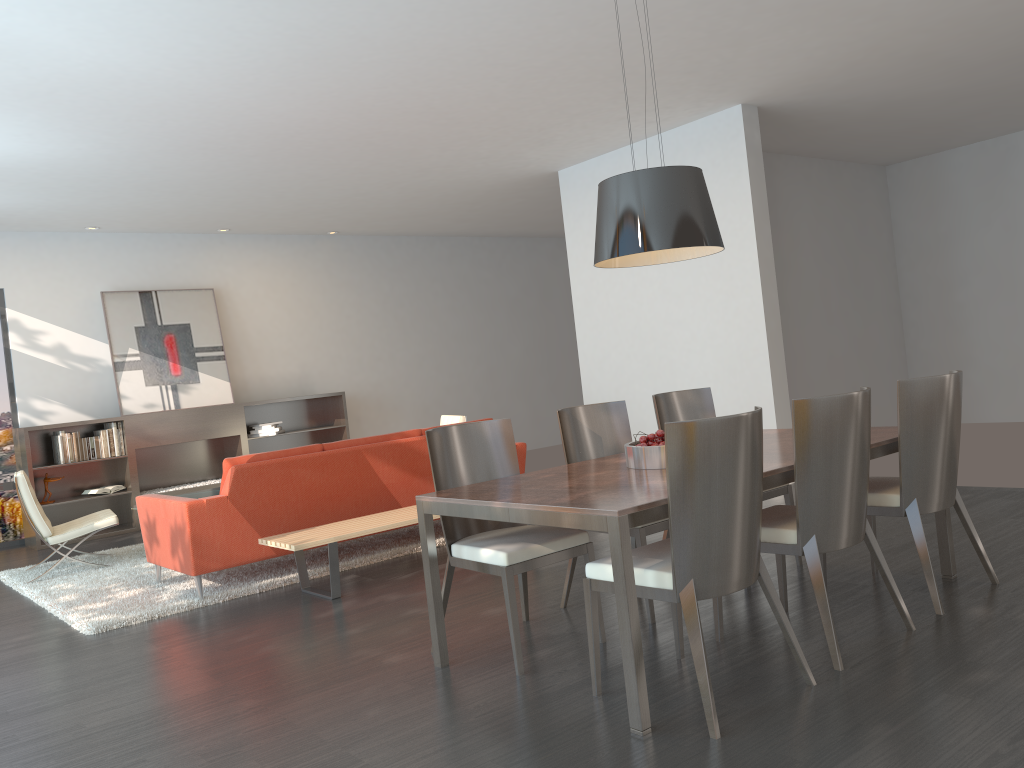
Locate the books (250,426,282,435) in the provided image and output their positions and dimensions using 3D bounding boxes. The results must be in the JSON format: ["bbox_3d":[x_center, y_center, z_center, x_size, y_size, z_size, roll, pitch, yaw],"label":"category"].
[{"bbox_3d":[-2.778,0.524,10.029,0.314,0.038,0.398,-6,1,-9],"label":"books"}]

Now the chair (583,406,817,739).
[{"bbox_3d":[0.611,0.590,3.073,0.548,0.967,0.614,-7,1,-39],"label":"chair"}]

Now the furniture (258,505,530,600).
[{"bbox_3d":[-0.562,0.989,5.714,2.006,0.357,0.492,-7,1,-39],"label":"furniture"}]

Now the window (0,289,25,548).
[{"bbox_3d":[-5.591,0.008,8.526,1.410,3.340,0.065,-7,0,-39],"label":"window"}]

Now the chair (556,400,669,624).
[{"bbox_3d":[0.561,0.578,4.317,0.548,0.967,0.614,-7,1,-39],"label":"chair"}]

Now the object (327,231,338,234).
[{"bbox_3d":[-2.236,-1.883,11.041,0.129,0.010,0.129,-6,1,6],"label":"object"}]

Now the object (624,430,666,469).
[{"bbox_3d":[0.703,0.261,3.851,0.427,0.154,0.427,-6,1,5],"label":"object"}]

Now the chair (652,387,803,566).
[{"bbox_3d":[1.101,0.511,4.755,0.548,0.967,0.614,-7,1,-39],"label":"chair"}]

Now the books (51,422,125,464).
[{"bbox_3d":[-4.222,0.582,8.844,0.592,0.339,0.324,-7,1,-39],"label":"books"}]

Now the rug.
[{"bbox_3d":[-1.781,1.277,7.207,3.774,0.043,2.982,-7,1,-39],"label":"rug"}]

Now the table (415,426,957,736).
[{"bbox_3d":[0.837,0.708,3.902,2.152,0.764,1.171,-7,1,-39],"label":"table"}]

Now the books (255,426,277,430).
[{"bbox_3d":[-2.781,0.496,10.029,0.210,0.020,0.300,-6,1,-9],"label":"books"}]

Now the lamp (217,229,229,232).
[{"bbox_3d":[-3.290,-1.752,10.105,0.129,0.010,0.129,-6,1,6],"label":"lamp"}]

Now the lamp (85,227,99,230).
[{"bbox_3d":[-4.370,-1.619,9.227,0.129,0.010,0.129,-6,1,6],"label":"lamp"}]

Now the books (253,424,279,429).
[{"bbox_3d":[-2.783,0.476,10.029,0.210,0.020,0.300,-6,1,1],"label":"books"}]

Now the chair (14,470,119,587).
[{"bbox_3d":[-3.474,1.051,6.894,0.707,0.817,0.699,-7,1,-29],"label":"chair"}]

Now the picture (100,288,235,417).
[{"bbox_3d":[-3.724,-0.374,9.638,1.209,1.338,0.269,-7,1,-39],"label":"picture"}]

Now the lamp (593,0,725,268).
[{"bbox_3d":[0.550,-1.334,3.857,0.567,1.580,0.567,-6,0,-10],"label":"lamp"}]

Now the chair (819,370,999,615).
[{"bbox_3d":[1.743,0.451,3.992,0.548,0.967,0.614,-7,1,-39],"label":"chair"}]

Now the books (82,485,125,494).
[{"bbox_3d":[-4.106,1.074,8.921,0.234,0.064,0.336,-6,1,31],"label":"books"}]

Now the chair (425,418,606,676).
[{"bbox_3d":[-0.030,0.651,3.836,0.548,0.967,0.614,-7,1,-39],"label":"chair"}]

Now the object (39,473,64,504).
[{"bbox_3d":[-4.505,1.010,8.649,0.245,0.290,0.201,-7,1,-19],"label":"object"}]

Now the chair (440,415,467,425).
[{"bbox_3d":[-0.768,0.730,8.289,0.707,0.817,0.700,-7,1,-19],"label":"chair"}]

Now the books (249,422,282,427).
[{"bbox_3d":[-2.785,0.456,10.028,0.210,0.020,0.300,-6,1,41],"label":"books"}]

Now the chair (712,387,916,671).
[{"bbox_3d":[1.151,0.524,3.511,0.548,0.967,0.614,-7,1,-39],"label":"chair"}]

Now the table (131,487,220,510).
[{"bbox_3d":[-2.116,1.085,7.427,2.000,0.464,0.947,-7,1,-38],"label":"table"}]

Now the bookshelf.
[{"bbox_3d":[-3.392,0.843,9.612,3.389,1.163,0.570,-7,1,-39],"label":"bookshelf"}]

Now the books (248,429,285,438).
[{"bbox_3d":[-2.773,0.562,10.029,0.314,0.038,0.398,-6,1,1],"label":"books"}]

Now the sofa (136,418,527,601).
[{"bbox_3d":[-1.169,0.798,6.332,2.598,0.852,1.037,-7,1,-39],"label":"sofa"}]
